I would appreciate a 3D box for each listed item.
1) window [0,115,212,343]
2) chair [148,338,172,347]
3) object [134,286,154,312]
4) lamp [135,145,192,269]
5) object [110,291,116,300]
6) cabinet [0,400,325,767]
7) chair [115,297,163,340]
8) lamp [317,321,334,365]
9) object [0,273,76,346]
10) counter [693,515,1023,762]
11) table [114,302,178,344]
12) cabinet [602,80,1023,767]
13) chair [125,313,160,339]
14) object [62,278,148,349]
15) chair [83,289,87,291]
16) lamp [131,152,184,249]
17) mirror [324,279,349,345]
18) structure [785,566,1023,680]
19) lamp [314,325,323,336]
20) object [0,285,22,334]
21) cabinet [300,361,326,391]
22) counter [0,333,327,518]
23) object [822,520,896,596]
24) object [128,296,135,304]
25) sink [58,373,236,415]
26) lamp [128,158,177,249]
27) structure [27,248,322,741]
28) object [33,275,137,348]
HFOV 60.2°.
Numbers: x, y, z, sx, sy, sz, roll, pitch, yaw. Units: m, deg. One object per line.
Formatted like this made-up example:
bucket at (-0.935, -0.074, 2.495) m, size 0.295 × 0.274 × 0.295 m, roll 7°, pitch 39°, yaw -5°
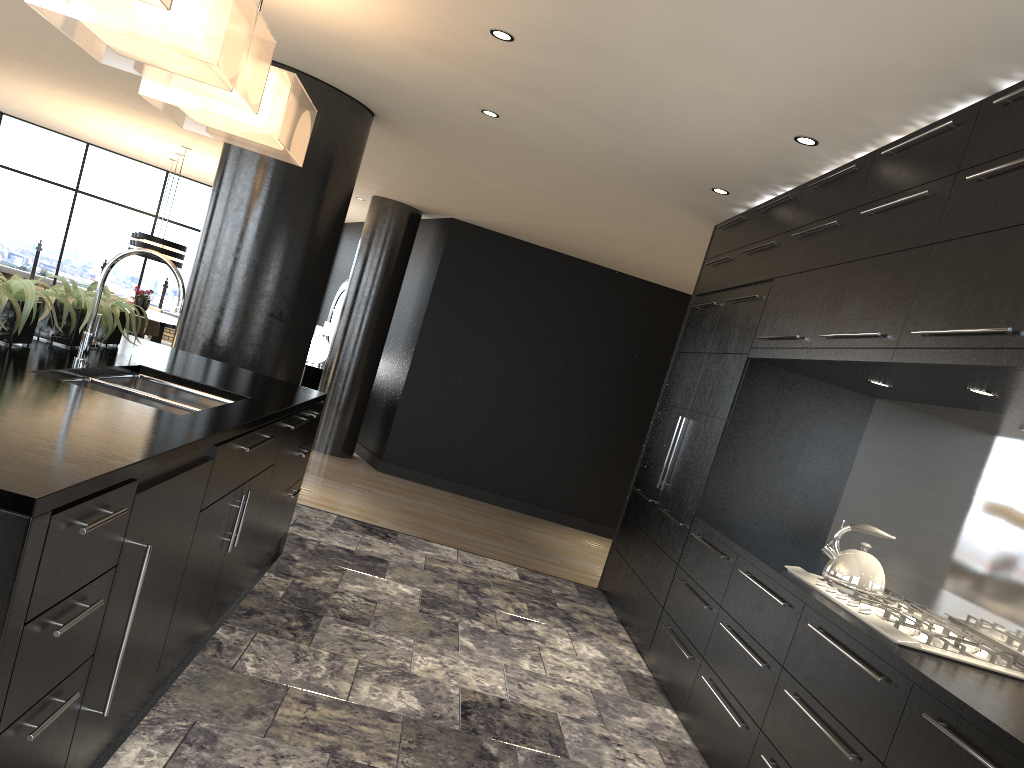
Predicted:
window at (-5.515, -2.789, 5.696) m, size 10.205 × 4.820 × 15.668 m, roll 16°, pitch 2°, yaw -18°
chair at (-4.375, -0.461, 11.536) m, size 0.622 × 0.812 × 0.631 m, roll 13°, pitch 6°, yaw -41°
object at (-4.573, -1.050, 10.903) m, size 0.231 × 0.300 × 0.233 m, roll 15°, pitch 5°, yaw -25°
lamp at (-3.864, -2.038, 10.033) m, size 0.541 × 1.339 × 0.526 m, roll 14°, pitch 6°, yaw -28°
object at (-5.087, -1.116, 11.212) m, size 0.096 × 0.107 × 0.094 m, roll 16°, pitch 4°, yaw -16°
cabinet at (-1.550, 0.468, 2.891) m, size 1.182 × 1.044 × 3.088 m, roll 17°, pitch 2°, yaw -4°
chair at (-5.169, -0.713, 11.884) m, size 0.645 × 0.812 × 0.609 m, roll 17°, pitch 4°, yaw -7°
lamp at (-2.423, -0.527, 11.378) m, size 0.123 × 0.554 × 0.132 m, roll 20°, pitch 7°, yaw 25°
object at (-1.651, -0.255, 2.809) m, size 0.394 × 0.219 × 0.408 m, roll 18°, pitch 2°, yaw 20°
counter at (1.350, 0.835, 3.034) m, size 0.732 × 0.034 × 2.836 m, roll 17°, pitch 1°, yaw -4°
table at (-4.711, -0.534, 10.964) m, size 1.221 × 0.775 × 2.072 m, roll 16°, pitch 2°, yaw -25°
cabinet at (1.459, 0.391, 2.980) m, size 0.730 × 2.541 × 5.678 m, roll 17°, pitch 2°, yaw -4°
chair at (-4.261, -0.391, 9.879) m, size 0.642 × 0.812 × 0.612 m, roll 17°, pitch 4°, yaw 1°
object at (-1.654, -0.285, 3.648) m, size 0.394 × 0.241 × 0.408 m, roll 18°, pitch 3°, yaw 20°
chair at (-5.291, -0.733, 11.058) m, size 0.621 × 0.812 × 0.633 m, roll 16°, pitch 5°, yaw -17°
lamp at (-4.240, -2.170, 10.822) m, size 0.541 × 1.339 × 0.526 m, roll 14°, pitch 6°, yaw -28°
mirror at (-2.335, -0.887, 11.917) m, size 0.025 × 1.086 × 1.058 m, roll 14°, pitch 5°, yaw -27°
structure at (1.338, 0.807, 3.030) m, size 0.521 × 0.067 × 0.892 m, roll 17°, pitch 1°, yaw -5°
lamp at (-2.560, -0.528, 11.509) m, size 0.132 × 0.469 × 0.123 m, roll 16°, pitch 6°, yaw -5°
object at (-1.621, -0.249, 2.435) m, size 0.394 × 0.241 × 0.408 m, roll 18°, pitch 3°, yaw 20°
cabinet at (-2.776, 0.049, 11.682) m, size 0.616 × 0.772 × 2.201 m, roll 15°, pitch 3°, yaw -27°
counter at (-1.393, -0.045, 2.832) m, size 1.182 × 0.032 × 3.088 m, roll 17°, pitch 1°, yaw -4°
object at (1.290, 0.633, 3.253) m, size 0.222 × 0.232 × 0.218 m, roll 16°, pitch 4°, yaw -12°
object at (-5.006, -1.100, 11.638) m, size 0.094 × 0.107 × 0.096 m, roll 19°, pitch 5°, yaw 29°
sink at (-1.195, 0.115, 2.909) m, size 0.462 × 0.161 × 0.914 m, roll 17°, pitch 1°, yaw -5°
lamp at (-4.616, -2.303, 11.611) m, size 0.541 × 1.339 × 0.526 m, roll 14°, pitch 6°, yaw -28°
structure at (-1.134, 0.111, 2.870) m, size 0.657 × 1.025 × 2.752 m, roll 17°, pitch 2°, yaw -5°
object at (-1.652, -0.276, 3.240) m, size 0.402 × 0.241 × 0.399 m, roll 18°, pitch 3°, yaw 20°
